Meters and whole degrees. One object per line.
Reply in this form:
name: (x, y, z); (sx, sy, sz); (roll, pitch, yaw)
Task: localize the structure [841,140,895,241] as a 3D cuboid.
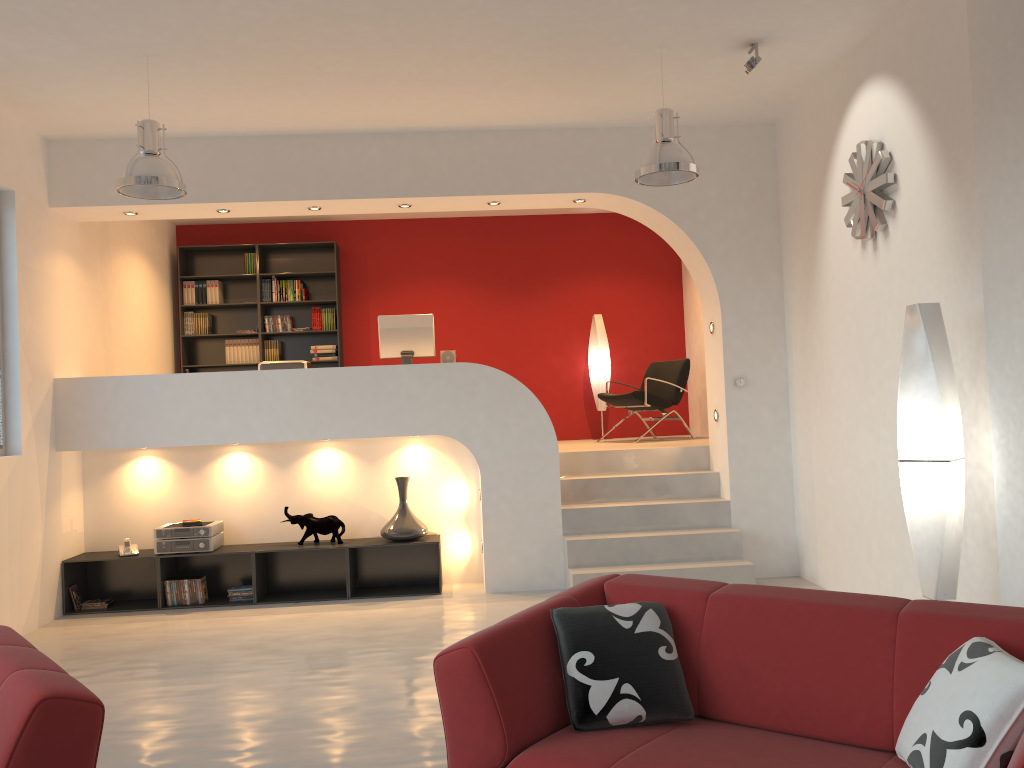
structure: (2.131, -1.167, 5.355); (0.090, 0.596, 0.596); (-2, -2, -4)

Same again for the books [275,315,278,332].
books: (-2.500, -0.632, 9.478); (0.031, 0.190, 0.135); (-2, -2, -4)

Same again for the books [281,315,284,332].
books: (-2.440, -0.634, 9.482); (0.031, 0.190, 0.135); (-2, -2, -4)

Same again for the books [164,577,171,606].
books: (-2.580, 1.562, 6.670); (0.031, 0.190, 0.135); (-2, -2, -4)

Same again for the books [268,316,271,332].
books: (-2.575, -0.629, 9.473); (0.031, 0.190, 0.135); (-2, -2, -4)

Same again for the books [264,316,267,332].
books: (-2.620, -0.627, 9.471); (0.031, 0.190, 0.135); (-2, -2, -4)

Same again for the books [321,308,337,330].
books: (-1.959, -0.679, 9.504); (0.146, 0.240, 0.170); (-2, -2, -4)

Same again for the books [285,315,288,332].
books: (-2.396, -0.636, 9.484); (0.031, 0.190, 0.135); (-2, -2, -4)

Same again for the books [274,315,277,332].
books: (-2.515, -0.631, 9.477); (0.031, 0.190, 0.135); (-2, -2, -4)

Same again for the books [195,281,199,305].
books: (-3.318, -0.950, 9.418); (0.040, 0.260, 0.200); (-2, -2, -4)

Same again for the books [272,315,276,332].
books: (-2.530, -0.631, 9.476); (0.031, 0.190, 0.135); (-2, -2, -4)

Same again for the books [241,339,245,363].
books: (-2.837, -0.337, 9.429); (0.040, 0.260, 0.200); (-2, -2, -4)

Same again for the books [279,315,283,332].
books: (-2.455, -0.634, 9.481); (0.031, 0.190, 0.135); (-2, -2, -4)

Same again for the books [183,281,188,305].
books: (-3.439, -0.946, 9.411); (0.040, 0.260, 0.200); (-2, -2, -4)

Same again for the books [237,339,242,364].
books: (-2.877, -0.336, 9.426); (0.040, 0.260, 0.200); (-2, -2, -4)

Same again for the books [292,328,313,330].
books: (-2.240, -0.585, 9.492); (0.190, 0.015, 0.135); (-2, -2, 1)

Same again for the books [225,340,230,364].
books: (-2.998, -0.331, 9.419); (0.040, 0.260, 0.200); (-2, -2, -4)

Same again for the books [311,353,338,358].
books: (-1.999, -0.302, 9.463); (0.260, 0.040, 0.200); (-2, -2, -4)

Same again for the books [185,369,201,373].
books: (-3.253, -0.017, 9.382); (0.341, 0.286, 0.231); (-2, -2, -4)

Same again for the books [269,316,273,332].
books: (-2.560, -0.629, 9.474); (0.031, 0.190, 0.135); (-2, -2, -4)

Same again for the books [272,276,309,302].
books: (-2.367, -1.003, 9.466); (0.341, 0.286, 0.231); (-2, -2, -4)

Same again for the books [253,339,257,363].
books: (-2.715, -0.342, 9.436); (0.040, 0.260, 0.200); (-2, -2, -4)

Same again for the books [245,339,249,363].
books: (-2.796, -0.339, 9.431); (0.040, 0.260, 0.200); (-2, -2, -4)

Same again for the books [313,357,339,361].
books: (-1.979, -0.263, 9.466); (0.260, 0.040, 0.200); (-2, -2, -2)

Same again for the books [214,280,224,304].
books: (-3.116, -0.959, 9.431); (0.040, 0.260, 0.200); (-2, -2, -4)

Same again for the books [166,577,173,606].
books: (-2.565, 1.561, 6.671); (0.031, 0.190, 0.135); (-2, -2, -4)

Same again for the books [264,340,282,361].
books: (-2.549, -0.339, 9.457); (0.146, 0.240, 0.170); (-2, -2, -4)

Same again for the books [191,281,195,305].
books: (-3.359, -0.949, 9.416); (0.040, 0.260, 0.200); (-2, -2, -4)

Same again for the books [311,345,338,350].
books: (-1.996, -0.383, 9.456); (0.260, 0.040, 0.200); (-2, -2, -4)

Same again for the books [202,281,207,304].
books: (-3.238, -0.954, 9.423); (0.040, 0.260, 0.200); (-2, -2, -4)

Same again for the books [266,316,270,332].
books: (-2.590, -0.628, 9.472); (0.031, 0.190, 0.135); (-2, -2, -4)

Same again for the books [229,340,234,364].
books: (-2.958, -0.333, 9.421); (0.040, 0.260, 0.200); (-2, -2, -4)

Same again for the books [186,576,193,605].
books: (-2.415, 1.555, 6.680); (0.031, 0.190, 0.135); (-2, -2, -4)

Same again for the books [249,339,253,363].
books: (-2.755, -0.341, 9.434); (0.040, 0.260, 0.200); (-2, -2, -4)

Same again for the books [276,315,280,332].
books: (-2.485, -0.632, 9.479); (0.031, 0.190, 0.135); (-2, -2, -4)

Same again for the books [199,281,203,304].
books: (-3.278, -0.952, 9.421); (0.040, 0.260, 0.200); (-2, -2, -4)

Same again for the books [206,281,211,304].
books: (-3.197, -0.955, 9.426); (0.040, 0.260, 0.200); (-2, -2, -4)

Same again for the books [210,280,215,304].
books: (-3.156, -0.957, 9.428); (0.040, 0.260, 0.200); (-2, -2, -4)

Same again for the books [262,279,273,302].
books: (-2.604, -0.977, 9.475); (0.090, 0.256, 0.181); (-2, -2, -4)

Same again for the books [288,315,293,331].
books: (-2.366, -0.637, 9.486); (0.031, 0.190, 0.135); (-2, -2, -4)

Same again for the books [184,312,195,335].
books: (-3.404, -0.628, 9.415); (0.090, 0.256, 0.181); (-2, -2, -4)

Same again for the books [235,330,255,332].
books: (-2.836, -0.560, 9.455); (0.190, 0.015, 0.135); (-2, -2, -4)

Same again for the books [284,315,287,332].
books: (-2.411, -0.635, 9.484); (0.031, 0.190, 0.135); (-2, -2, -4)

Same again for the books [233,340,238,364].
books: (-2.917, -0.334, 9.424); (0.040, 0.260, 0.200); (-2, -2, -4)

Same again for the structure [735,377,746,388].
structure: (1.752, -0.012, 6.808); (0.080, 0.080, 0.016); (-2, -2, -4)

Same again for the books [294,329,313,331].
books: (-2.230, -0.570, 9.493); (0.190, 0.015, 0.135); (-2, -2, -4)

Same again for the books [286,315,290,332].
books: (-2.381, -0.637, 9.485); (0.031, 0.190, 0.135); (-2, -2, -4)

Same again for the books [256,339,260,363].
books: (-2.675, -0.344, 9.439); (0.040, 0.260, 0.200); (-2, -2, -4)

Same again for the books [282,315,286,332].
books: (-2.426, -0.635, 9.483); (0.031, 0.190, 0.135); (-2, -2, -4)

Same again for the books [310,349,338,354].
books: (-2.005, -0.342, 9.462); (0.260, 0.040, 0.200); (-2, -2, -4)

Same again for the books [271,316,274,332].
books: (-2.545, -0.630, 9.475); (0.031, 0.190, 0.135); (-2, -2, -4)

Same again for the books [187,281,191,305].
books: (-3.399, -0.947, 9.413); (0.040, 0.260, 0.200); (-2, -2, -4)

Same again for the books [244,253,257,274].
books: (-2.766, -1.264, 9.473); (0.146, 0.240, 0.170); (-2, -2, -4)

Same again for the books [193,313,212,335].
books: (-3.284, -0.625, 9.422); (0.146, 0.240, 0.170); (-2, -2, -4)

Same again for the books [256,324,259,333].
books: (-2.696, -0.622, 9.466); (0.063, 0.187, 0.135); (-2, -2, -4)

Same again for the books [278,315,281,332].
books: (-2.470, -0.633, 9.480); (0.031, 0.190, 0.135); (-2, -2, -4)

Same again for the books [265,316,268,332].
books: (-2.605, -0.628, 9.471); (0.031, 0.190, 0.135); (-2, -2, -4)

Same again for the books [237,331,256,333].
books: (-2.817, -0.546, 9.456); (0.190, 0.015, 0.135); (-2, -2, -4)

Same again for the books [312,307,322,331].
books: (-2.079, -0.682, 9.497); (0.090, 0.256, 0.181); (-2, -2, -4)
